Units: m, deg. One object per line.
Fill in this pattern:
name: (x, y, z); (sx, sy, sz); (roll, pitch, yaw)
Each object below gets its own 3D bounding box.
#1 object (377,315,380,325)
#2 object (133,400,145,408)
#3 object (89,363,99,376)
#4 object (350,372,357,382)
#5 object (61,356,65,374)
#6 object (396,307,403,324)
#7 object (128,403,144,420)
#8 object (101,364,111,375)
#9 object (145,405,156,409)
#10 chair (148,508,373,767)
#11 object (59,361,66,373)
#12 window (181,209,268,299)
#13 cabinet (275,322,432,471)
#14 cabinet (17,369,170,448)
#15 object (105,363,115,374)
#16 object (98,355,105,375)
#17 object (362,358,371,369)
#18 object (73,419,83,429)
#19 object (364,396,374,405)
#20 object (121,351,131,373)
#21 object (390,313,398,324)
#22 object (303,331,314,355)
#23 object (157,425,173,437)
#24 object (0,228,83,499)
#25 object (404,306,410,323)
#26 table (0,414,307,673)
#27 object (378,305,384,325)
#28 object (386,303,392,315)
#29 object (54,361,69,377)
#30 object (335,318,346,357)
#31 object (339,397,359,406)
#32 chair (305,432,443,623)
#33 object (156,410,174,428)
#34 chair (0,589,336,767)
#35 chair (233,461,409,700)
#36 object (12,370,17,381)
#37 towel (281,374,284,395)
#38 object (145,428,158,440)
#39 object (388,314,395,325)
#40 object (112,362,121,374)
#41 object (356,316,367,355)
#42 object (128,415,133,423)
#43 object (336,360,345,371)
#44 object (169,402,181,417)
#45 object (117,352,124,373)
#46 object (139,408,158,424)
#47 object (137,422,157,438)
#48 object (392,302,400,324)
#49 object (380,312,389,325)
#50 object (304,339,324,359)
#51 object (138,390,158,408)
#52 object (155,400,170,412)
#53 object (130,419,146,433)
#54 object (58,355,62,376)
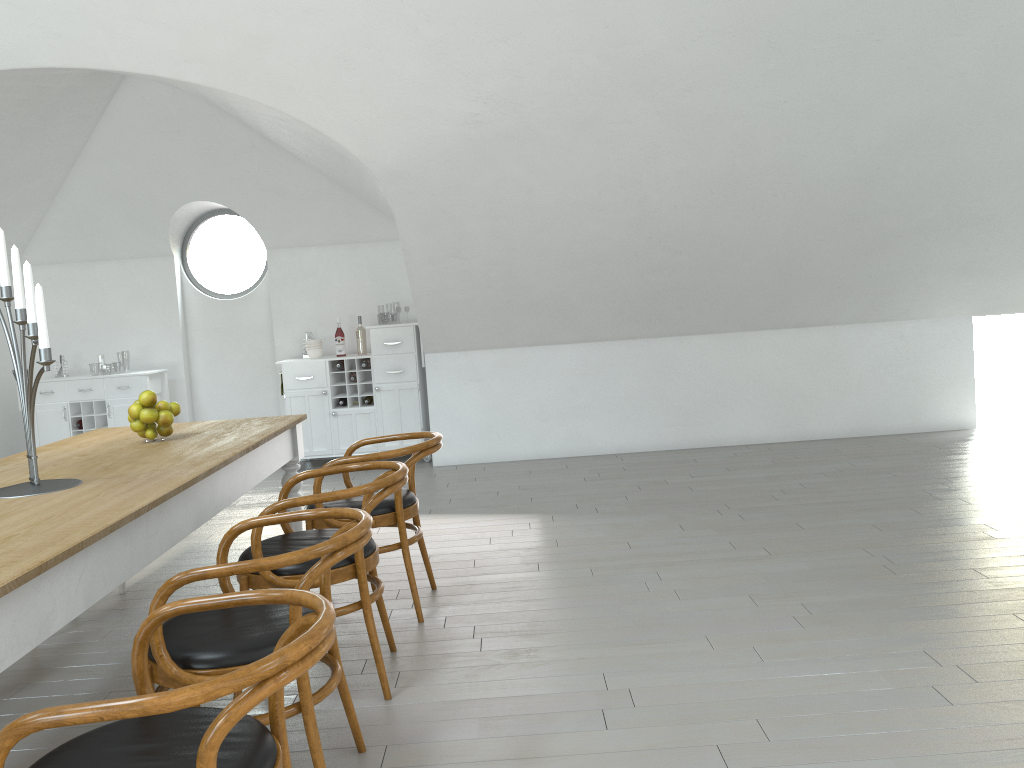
object: (-1.090, -0.546, 7.519); (0.093, 0.093, 0.095); (-1, 5, 32)
object: (-1.552, 0.092, 3.709); (0.062, 0.059, 0.062); (-4, 4, 1)
object: (-3.403, -0.115, 7.229); (0.082, 0.105, 0.082); (-3, 4, 13)
object: (-1.320, -0.059, 7.480); (0.085, 0.085, 0.331); (-4, 5, 0)
object: (-3.772, -0.156, 7.449); (0.039, 0.164, 0.024); (-3, 4, 13)
object: (-0.948, -0.577, 7.446); (0.046, 0.142, 0.046); (-3, 4, 11)
object: (-1.535, 0.114, 3.625); (0.066, 0.071, 0.072); (-7, 5, -31)
object: (-3.325, -0.114, 7.266); (0.077, 0.085, 0.077); (-5, 4, -13)
object: (-1.503, 0.106, 3.691); (0.053, 0.050, 0.053); (-6, 5, -29)
chair: (-0.654, 0.739, 2.349); (0.621, 0.733, 0.528); (-4, 4, 0)
object: (-3.792, -0.143, 7.467); (0.097, 0.136, 0.029); (-4, 4, 3)
window: (-2.542, -1.157, 7.925); (0.900, 0.898, 0.060); (-4, 4, 0)
cabinet: (-1.316, 0.091, 7.538); (1.242, 1.151, 0.611); (-4, 4, 0)
cabinet: (-3.433, 0.322, 7.346); (1.134, 0.788, 0.498); (-4, 4, 0)
object: (-3.322, -0.127, 7.357); (0.094, 0.093, 0.093); (-5, 5, -13)
object: (-3.380, -0.156, 7.304); (0.048, 0.169, 0.048); (-5, 4, -13)
object: (-1.221, -0.171, 7.459); (0.087, 0.084, 0.360); (-4, 5, 0)
object: (-3.504, 0.328, 7.251); (0.082, 0.085, 0.318); (-4, 5, 1)
object: (-1.204, 0.131, 7.482); (0.081, 0.081, 0.359); (-4, 5, -2)
object: (-3.193, -0.181, 7.336); (0.063, 0.186, 0.063); (-5, 4, -15)
object: (-1.000, -0.556, 7.529); (0.071, 0.098, 0.071); (-3, 4, 8)
object: (-1.768, -0.352, 7.684); (0.115, 0.208, 0.065); (-4, 4, 2)
object: (-1.443, 0.188, 3.689); (0.063, 0.063, 0.064); (-3, 5, 11)
object: (-1.534, -0.113, 2.776); (0.266, 0.873, 0.775); (-6, 5, -26)
object: (-0.883, -0.584, 7.478); (0.046, 0.142, 0.046); (-3, 4, 11)
table: (-1.465, 0.731, 2.660); (1.018, 0.797, 3.356); (-4, 5, 0)
object: (-1.095, -0.577, 7.441); (0.048, 0.169, 0.048); (-2, 4, 32)
object: (-1.048, -0.598, 7.579); (0.054, 0.178, 0.054); (-4, 4, -6)
object: (-3.792, -0.123, 7.461); (0.101, 0.137, 0.067); (-4, 4, 0)
object: (-1.454, -0.395, 7.484); (0.081, 0.329, 0.081); (-4, 4, -4)
object: (-1.377, 0.140, 7.489); (0.156, 0.085, 0.332); (-4, 5, 1)
chair: (-0.580, 0.600, 3.797); (0.621, 0.733, 0.528); (-4, 4, 3)
object: (-1.423, 0.142, 3.634); (0.071, 0.072, 0.070); (-7, 5, -35)
chair: (-0.608, 0.803, 1.624); (0.621, 0.733, 0.528); (-4, 4, 3)
chair: (-0.643, 0.671, 3.076); (0.621, 0.733, 0.528); (-4, 4, -5)
object: (-4.010, 0.016, 7.223); (0.088, 0.268, 0.029); (-6, 4, -27)
towel: (-1.945, -0.010, 7.580); (0.049, 0.203, 0.150); (-4, 4, 1)
object: (-1.476, 0.204, 3.628); (0.050, 0.050, 0.051); (-4, 4, 4)
object: (-1.027, -0.540, 7.452); (0.077, 0.085, 0.077); (-3, 4, 8)
object: (-3.250, -0.129, 7.300); (0.071, 0.098, 0.071); (-2, 5, 23)
object: (-1.274, -0.408, 7.479); (0.086, 0.330, 0.085); (-7, 5, -41)
object: (-1.560, 0.140, 3.679); (0.062, 0.059, 0.062); (-4, 4, 4)
object: (-1.428, -0.161, 7.466); (0.092, 0.094, 0.360); (-4, 5, 0)
object: (-1.419, 0.106, 3.713); (0.063, 0.063, 0.062); (-7, 6, -38)
object: (-3.249, -0.176, 7.367); (0.054, 0.178, 0.054); (-6, 4, -23)
object: (-1.470, 0.129, 3.591); (0.071, 0.064, 0.072); (-5, 5, -7)
object: (-1.517, 0.187, 3.682); (0.078, 0.074, 0.080); (0, 6, 45)
object: (-0.987, -0.607, 7.597); (0.063, 0.186, 0.063); (-5, 4, -14)
object: (-1.057, -0.541, 7.370); (0.081, 0.105, 0.082); (-1, 5, 38)
object: (-1.664, -0.294, 7.463); (0.154, 0.160, 0.158); (-2, 5, 28)
object: (-1.498, 0.061, 3.649); (0.072, 0.074, 0.072); (-4, 4, 0)
object: (-1.442, 0.096, 3.660); (0.058, 0.057, 0.053); (-3, 5, 14)
object: (-1.522, 0.170, 3.606); (0.060, 0.056, 0.059); (-4, 5, -5)
object: (-3.804, -0.157, 7.463); (0.039, 0.174, 0.054); (-4, 4, 0)
